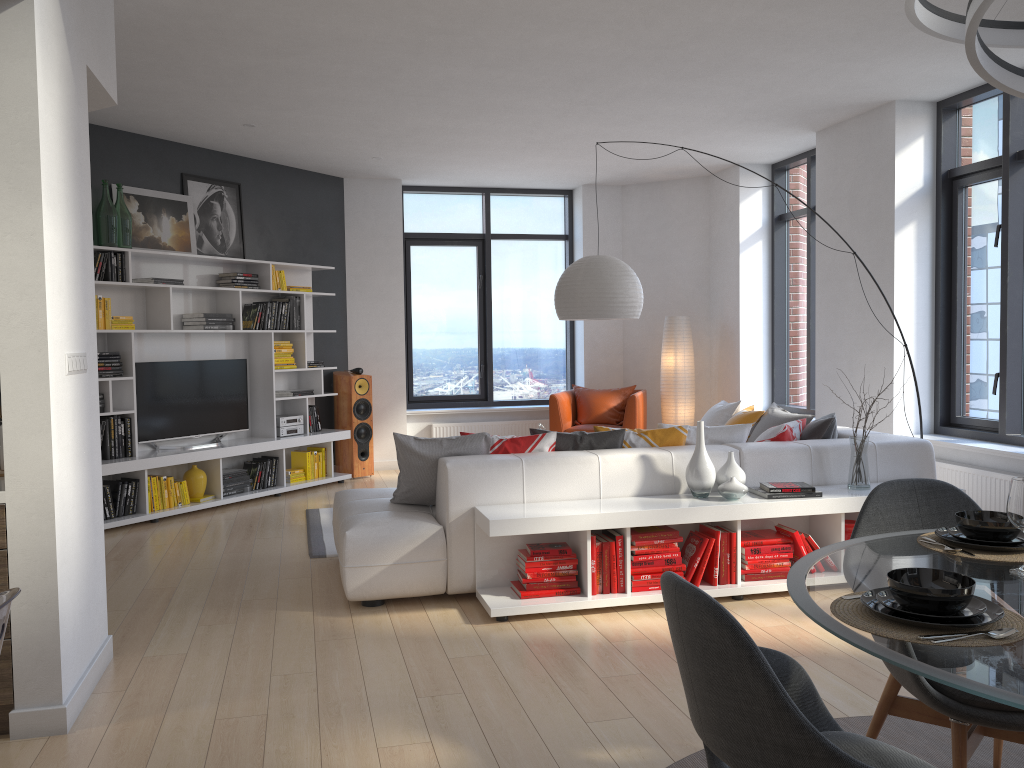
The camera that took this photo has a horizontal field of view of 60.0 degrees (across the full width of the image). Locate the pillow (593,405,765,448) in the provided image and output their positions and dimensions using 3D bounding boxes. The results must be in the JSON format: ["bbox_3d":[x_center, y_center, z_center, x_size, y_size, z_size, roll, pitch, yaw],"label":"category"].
[{"bbox_3d":[1.181,0.407,5.852,0.630,0.440,2.095,1,3,33],"label":"pillow"}]

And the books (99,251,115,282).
[{"bbox_3d":[-3.007,-0.864,6.569,0.176,0.232,0.025,1,3,31],"label":"books"}]

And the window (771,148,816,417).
[{"bbox_3d":[2.776,-0.910,8.074,0.170,2.402,1.310,-2,3,-13],"label":"window"}]

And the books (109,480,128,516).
[{"bbox_3d":[-2.935,0.846,6.581,0.192,0.254,0.075,1,3,31],"label":"books"}]

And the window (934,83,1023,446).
[{"bbox_3d":[3.313,-0.807,5.839,0.170,2.402,1.310,-2,3,-13],"label":"window"}]

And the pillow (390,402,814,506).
[{"bbox_3d":[0.624,0.413,5.499,2.953,0.453,0.647,-2,3,-26],"label":"pillow"}]

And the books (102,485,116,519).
[{"bbox_3d":[-2.987,0.855,6.463,0.191,0.249,0.083,1,3,31],"label":"books"}]

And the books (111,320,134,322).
[{"bbox_3d":[-2.957,-0.473,6.648,0.134,0.014,0.187,1,3,31],"label":"books"}]

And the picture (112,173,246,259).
[{"bbox_3d":[-2.709,-1.391,7.313,0.076,0.707,1.279,1,3,31],"label":"picture"}]

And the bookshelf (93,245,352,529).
[{"bbox_3d":[-2.522,-0.014,7.256,0.455,2.052,3.000,1,3,31],"label":"bookshelf"}]

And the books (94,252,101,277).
[{"bbox_3d":[-3.077,-0.849,6.456,0.166,0.213,0.096,1,3,30],"label":"books"}]

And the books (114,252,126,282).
[{"bbox_3d":[-2.955,-0.869,6.633,0.174,0.230,0.019,1,3,31],"label":"books"}]

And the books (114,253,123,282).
[{"bbox_3d":[-2.976,-0.861,6.613,0.169,0.218,0.038,1,3,31],"label":"books"}]

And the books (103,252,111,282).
[{"bbox_3d":[-3.016,-0.857,6.546,0.156,0.221,0.021,1,3,31],"label":"books"}]

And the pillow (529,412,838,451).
[{"bbox_3d":[1.111,0.421,5.284,2.120,0.436,0.608,-2,3,-18],"label":"pillow"}]

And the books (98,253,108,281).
[{"bbox_3d":[-3.040,-0.852,6.504,0.154,0.212,0.074,1,3,30],"label":"books"}]

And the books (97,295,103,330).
[{"bbox_3d":[-3.068,-0.520,6.490,0.185,0.250,0.035,1,3,31],"label":"books"}]

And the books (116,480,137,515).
[{"bbox_3d":[-2.900,0.845,6.634,0.191,0.249,0.084,1,3,31],"label":"books"}]

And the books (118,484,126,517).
[{"bbox_3d":[-2.926,0.855,6.547,0.172,0.242,0.069,1,3,32],"label":"books"}]

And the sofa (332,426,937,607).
[{"bbox_3d":[0.519,0.664,5.988,3.424,0.732,2.614,-2,3,-14],"label":"sofa"}]

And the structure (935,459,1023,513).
[{"bbox_3d":[3.024,0.772,5.809,0.110,0.460,1.015,-2,3,-13],"label":"structure"}]

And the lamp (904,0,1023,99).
[{"bbox_3d":[1.286,-2.863,1.638,1.000,4.513,1.000,-1,3,-12],"label":"lamp"}]

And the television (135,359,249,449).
[{"bbox_3d":[-2.617,0.158,7.315,0.207,0.704,1.102,1,3,31],"label":"television"}]

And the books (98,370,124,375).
[{"bbox_3d":[-3.037,-0.085,6.523,0.189,0.025,0.270,1,3,30],"label":"books"}]

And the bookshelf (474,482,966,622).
[{"bbox_3d":[1.120,0.840,4.612,2.600,0.500,0.356,-2,3,-13],"label":"bookshelf"}]

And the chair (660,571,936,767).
[{"bbox_3d":[0.605,0.794,1.699,0.619,0.891,0.655,-1,3,-12],"label":"chair"}]

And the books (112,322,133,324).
[{"bbox_3d":[-2.947,-0.457,6.636,0.113,0.018,0.169,1,3,33],"label":"books"}]

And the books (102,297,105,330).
[{"bbox_3d":[-3.054,-0.515,6.517,0.169,0.239,0.023,1,3,31],"label":"books"}]

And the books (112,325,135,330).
[{"bbox_3d":[-2.958,-0.421,6.650,0.147,0.033,0.190,1,3,31],"label":"books"}]

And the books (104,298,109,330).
[{"bbox_3d":[-3.038,-0.514,6.536,0.172,0.234,0.024,1,3,31],"label":"books"}]

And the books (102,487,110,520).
[{"bbox_3d":[-3.002,0.861,6.432,0.177,0.242,0.066,1,3,31],"label":"books"}]

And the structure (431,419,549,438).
[{"bbox_3d":[-0.139,0.630,9.601,1.474,0.460,0.110,-2,3,-13],"label":"structure"}]

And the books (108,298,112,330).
[{"bbox_3d":[-3.028,-0.516,6.560,0.172,0.234,0.024,1,3,31],"label":"books"}]

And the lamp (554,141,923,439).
[{"bbox_3d":[1.810,-0.292,5.555,3.199,2.647,0.710,0,3,22],"label":"lamp"}]

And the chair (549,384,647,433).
[{"bbox_3d":[0.909,0.444,8.990,0.896,0.858,0.843,0,3,19],"label":"chair"}]

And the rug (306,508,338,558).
[{"bbox_3d":[-0.325,1.007,6.563,2.326,0.016,1.662,-2,3,-14],"label":"rug"}]

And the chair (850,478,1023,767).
[{"bbox_3d":[1.264,0.747,2.438,0.655,0.891,0.619,-1,3,-7],"label":"chair"}]

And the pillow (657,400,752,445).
[{"bbox_3d":[1.315,0.373,6.140,0.580,0.456,2.156,0,3,12],"label":"pillow"}]

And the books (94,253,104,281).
[{"bbox_3d":[-3.066,-0.850,6.486,0.171,0.214,0.087,1,3,32],"label":"books"}]

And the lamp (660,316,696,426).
[{"bbox_3d":[1.837,0.090,8.909,0.804,1.550,0.502,1,4,37],"label":"lamp"}]

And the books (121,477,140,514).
[{"bbox_3d":[-2.883,0.839,6.664,0.197,0.260,0.066,1,3,31],"label":"books"}]

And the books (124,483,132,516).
[{"bbox_3d":[-2.910,0.850,6.596,0.179,0.243,0.071,1,3,30],"label":"books"}]

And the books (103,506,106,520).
[{"bbox_3d":[-3.024,0.857,6.410,0.193,0.255,0.066,1,3,31],"label":"books"}]

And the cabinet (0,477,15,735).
[{"bbox_3d":[-2.326,0.068,1.027,2.402,2.501,4.694,-2,3,-13],"label":"cabinet"}]

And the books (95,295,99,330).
[{"bbox_3d":[-3.084,-0.519,6.469,0.180,0.251,0.019,1,3,31],"label":"books"}]

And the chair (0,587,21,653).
[{"bbox_3d":[-1.194,0.846,1.740,0.434,0.838,0.475,-2,3,-16],"label":"chair"}]

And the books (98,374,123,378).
[{"bbox_3d":[-3.036,-0.059,6.523,0.189,0.026,0.263,1,3,30],"label":"books"}]

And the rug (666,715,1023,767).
[{"bbox_3d":[1.347,1.219,1.845,2.499,0.010,2.499,-3,4,-40],"label":"rug"}]

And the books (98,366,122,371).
[{"bbox_3d":[-3.057,-0.112,6.525,0.209,0.030,0.266,1,3,30],"label":"books"}]

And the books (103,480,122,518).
[{"bbox_3d":[-2.962,0.846,6.542,0.197,0.260,0.066,1,3,31],"label":"books"}]

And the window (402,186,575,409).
[{"bbox_3d":[-0.270,-0.952,9.836,1.960,2.402,0.170,-2,3,-13],"label":"window"}]

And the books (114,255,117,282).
[{"bbox_3d":[-2.990,-0.851,6.588,0.147,0.200,0.021,1,3,31],"label":"books"}]

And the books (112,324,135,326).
[{"bbox_3d":[-2.961,-0.444,6.651,0.148,0.011,0.196,1,3,32],"label":"books"}]

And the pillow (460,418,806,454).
[{"bbox_3d":[0.796,0.456,5.201,2.250,0.449,0.575,-2,3,-16],"label":"pillow"}]

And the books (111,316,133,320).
[{"bbox_3d":[-2.970,-0.493,6.651,0.138,0.026,0.186,1,3,31],"label":"books"}]
